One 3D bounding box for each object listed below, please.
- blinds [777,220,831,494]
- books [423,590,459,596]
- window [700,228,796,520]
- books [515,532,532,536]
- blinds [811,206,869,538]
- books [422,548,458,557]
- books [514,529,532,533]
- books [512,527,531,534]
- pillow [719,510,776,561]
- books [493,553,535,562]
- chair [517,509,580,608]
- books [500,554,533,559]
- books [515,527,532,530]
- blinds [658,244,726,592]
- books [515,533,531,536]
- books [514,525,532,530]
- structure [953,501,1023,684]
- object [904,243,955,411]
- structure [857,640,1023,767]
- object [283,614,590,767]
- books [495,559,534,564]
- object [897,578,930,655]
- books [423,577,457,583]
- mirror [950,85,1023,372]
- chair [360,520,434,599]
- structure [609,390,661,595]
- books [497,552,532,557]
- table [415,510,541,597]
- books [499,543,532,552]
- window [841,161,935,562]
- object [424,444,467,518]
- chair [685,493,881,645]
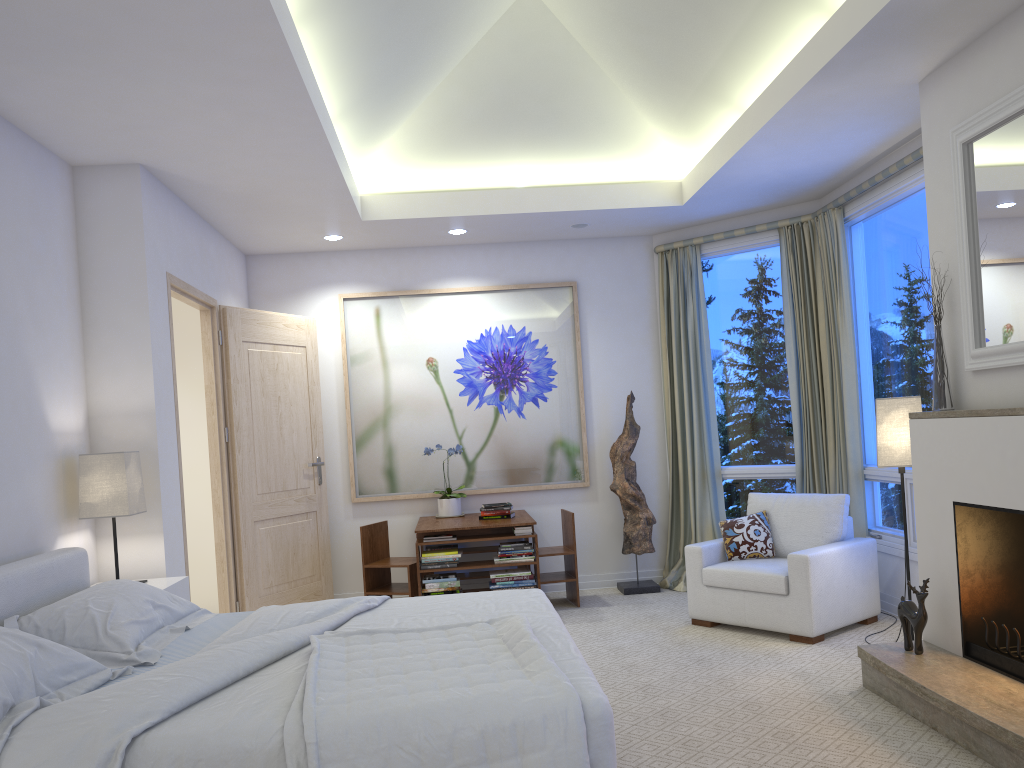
[{"bbox_3d":[1.856,0.154,5.568,0.525,2.371,0.269,-4,0,40],"label":"blinds"},{"bbox_3d":[-0.432,1.267,5.427,0.217,0.021,0.157,-3,-3,-4],"label":"books"},{"bbox_3d":[1.814,-0.144,3.022,0.814,2.024,6.854,-4,-3,-4],"label":"window"},{"bbox_3d":[0.066,0.919,5.466,0.103,0.013,0.143,-3,-3,-4],"label":"books"},{"bbox_3d":[1.915,0.142,5.385,0.266,2.368,0.525,-4,0,-11],"label":"blinds"},{"bbox_3d":[-0.442,1.037,5.444,0.217,0.019,0.157,-3,-3,-4],"label":"books"},{"bbox_3d":[0.063,0.902,5.472,0.108,0.020,0.151,-3,-3,-4],"label":"books"},{"bbox_3d":[0.064,0.901,5.472,0.111,0.022,0.153,-3,-3,-4],"label":"books"},{"bbox_3d":[1.340,0.865,5.058,0.285,0.272,0.187,-4,-1,5],"label":"pillow"},{"bbox_3d":[0.010,1.072,5.487,0.249,0.015,0.180,-3,-3,-4],"label":"books"},{"bbox_3d":[0.226,1.155,5.847,0.340,0.610,0.340,-4,-1,-9],"label":"chair"},{"bbox_3d":[0.022,1.059,5.475,0.205,0.011,0.148,-3,-3,-4],"label":"books"},{"bbox_3d":[0.066,0.883,5.467,0.100,0.012,0.140,-3,-3,-4],"label":"books"},{"bbox_3d":[1.160,0.225,6.120,0.643,2.374,0.294,-4,0,37],"label":"blinds"},{"bbox_3d":[0.065,0.919,5.467,0.101,0.012,0.140,-3,-3,-4],"label":"books"},{"bbox_3d":[0.066,0.883,5.466,0.103,0.013,0.143,-3,-3,-4],"label":"books"},{"bbox_3d":[2.004,0.723,3.032,0.475,0.615,0.876,-4,-2,-4],"label":"structure"},{"bbox_3d":[1.673,-0.236,3.535,0.189,0.693,0.193,-4,0,24],"label":"object"},{"bbox_3d":[1.631,1.135,3.005,0.329,0.172,1.457,-4,-3,-4],"label":"structure"},{"bbox_3d":[-0.215,0.951,2.444,0.717,0.466,0.914,-3,-2,-8],"label":"object"},{"bbox_3d":[0.016,1.086,5.482,0.239,0.017,0.173,-4,-3,1],"label":"books"},{"bbox_3d":[1.606,0.926,3.533,0.096,0.307,0.180,-4,-1,-17],"label":"object"},{"bbox_3d":[-0.443,1.194,5.422,0.205,0.019,0.119,-3,-3,-4],"label":"books"},{"bbox_3d":[1.765,-0.542,3.019,0.039,0.940,0.841,-4,-1,-4],"label":"mirror"},{"bbox_3d":[-0.742,1.215,5.804,0.340,0.610,0.340,-4,-1,21],"label":"chair"},{"bbox_3d":[0.830,0.742,6.149,0.305,1.393,0.264,-4,0,-3],"label":"structure"},{"bbox_3d":[0.015,1.047,5.476,0.209,0.015,0.146,-3,-3,-4],"label":"books"},{"bbox_3d":[-0.230,1.187,5.809,0.740,0.600,0.901,-4,-2,-4],"label":"table"},{"bbox_3d":[0.022,1.011,5.482,0.205,0.026,0.125,-4,-3,1],"label":"books"},{"bbox_3d":[2.168,-0.078,4.699,0.206,2.026,1.514,-4,-1,-4],"label":"window"},{"bbox_3d":[-0.459,0.665,6.117,0.305,0.504,0.216,-4,0,-4],"label":"object"},{"bbox_3d":[1.483,0.978,4.925,0.686,0.706,0.808,-3,-2,-39],"label":"chair"}]
